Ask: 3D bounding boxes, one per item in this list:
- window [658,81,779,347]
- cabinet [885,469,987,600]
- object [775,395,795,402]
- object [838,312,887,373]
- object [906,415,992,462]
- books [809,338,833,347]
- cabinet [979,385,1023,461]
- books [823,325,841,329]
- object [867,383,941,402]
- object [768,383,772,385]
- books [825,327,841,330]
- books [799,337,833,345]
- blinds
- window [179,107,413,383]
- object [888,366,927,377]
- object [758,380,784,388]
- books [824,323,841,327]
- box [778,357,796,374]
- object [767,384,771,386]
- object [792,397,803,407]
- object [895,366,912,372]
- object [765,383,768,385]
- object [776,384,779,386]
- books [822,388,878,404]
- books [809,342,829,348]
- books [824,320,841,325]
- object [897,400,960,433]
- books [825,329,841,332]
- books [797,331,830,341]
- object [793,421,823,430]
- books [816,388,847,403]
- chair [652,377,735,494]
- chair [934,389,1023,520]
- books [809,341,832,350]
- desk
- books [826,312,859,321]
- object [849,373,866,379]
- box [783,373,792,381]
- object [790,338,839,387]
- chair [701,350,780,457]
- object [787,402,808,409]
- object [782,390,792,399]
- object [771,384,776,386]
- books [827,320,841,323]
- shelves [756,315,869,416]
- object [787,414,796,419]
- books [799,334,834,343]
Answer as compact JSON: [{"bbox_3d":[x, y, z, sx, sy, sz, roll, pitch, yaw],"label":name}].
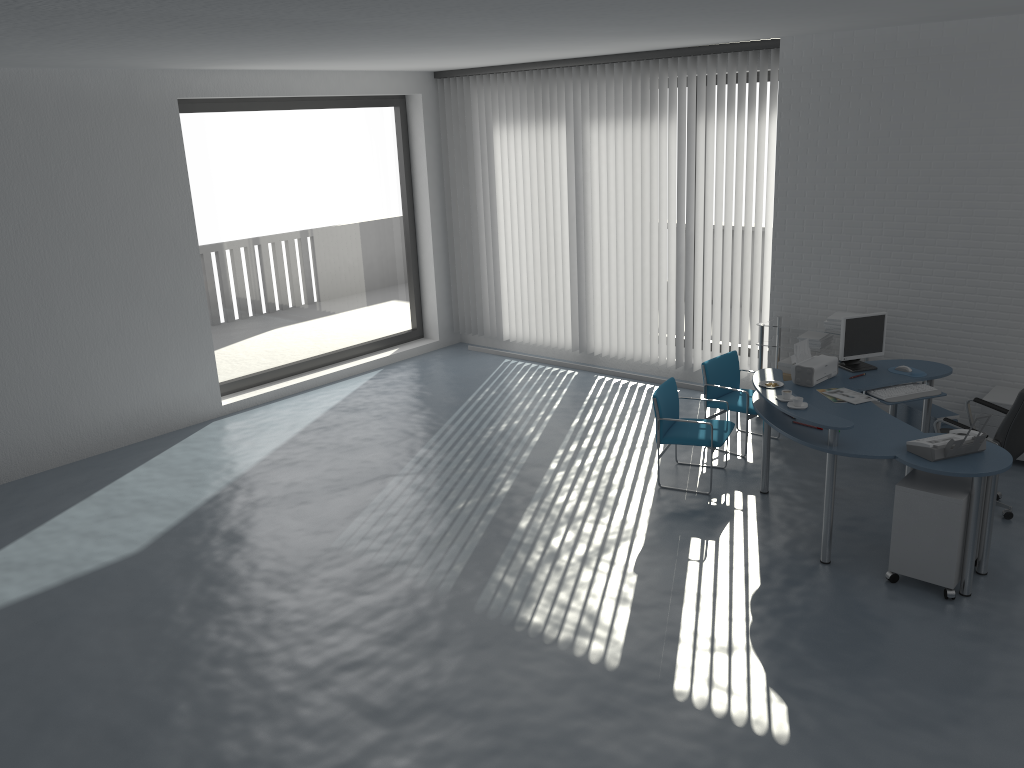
[{"bbox_3d":[1.407,-1.782,9.372,3.635,2.562,0.008,11,22,39],"label":"window"},{"bbox_3d":[2.459,0.819,5.105,0.383,0.605,0.559,12,22,41],"label":"cabinet"},{"bbox_3d":[1.716,0.091,5.542,0.119,0.016,0.119,-6,17,-11],"label":"object"},{"bbox_3d":[2.560,-0.321,6.564,0.365,0.417,0.212,-7,17,-15],"label":"object"},{"bbox_3d":[2.459,0.249,4.925,0.405,0.280,0.399,-8,18,-18],"label":"object"},{"bbox_3d":[2.614,-0.370,7.618,0.190,0.015,0.270,12,22,39],"label":"books"},{"bbox_3d":[4.142,0.388,6.480,1.259,0.484,0.447,11,22,39],"label":"cabinet"},{"bbox_3d":[2.755,-0.502,7.421,0.190,0.015,0.270,12,22,41],"label":"books"},{"bbox_3d":[2.743,0.052,6.210,0.478,0.028,0.276,-8,18,-17],"label":"object"},{"bbox_3d":[1.699,-0.002,5.840,0.027,0.005,0.025,-18,23,-42],"label":"object"},{"bbox_3d":[2.764,-0.487,7.423,0.190,0.015,0.270,10,21,36],"label":"books"},{"bbox_3d":[2.609,-0.383,7.610,0.190,0.015,0.270,11,21,38],"label":"books"},{"bbox_3d":[0.795,-1.750,9.255,4.001,2.955,0.158,11,22,39],"label":"blinds"},{"bbox_3d":[-2.177,-1.565,9.534,0.008,2.691,2.824,11,22,39],"label":"window"},{"bbox_3d":[2.892,-0.103,6.467,0.213,0.026,0.285,-14,20,-34],"label":"object"},{"bbox_3d":[1.704,0.004,5.832,0.162,0.011,0.162,-5,17,-6],"label":"object"},{"bbox_3d":[2.759,-0.518,7.421,0.190,0.015,0.270,11,22,39],"label":"books"},{"bbox_3d":[2.454,-0.165,7.783,0.234,0.090,0.139,-18,23,-42],"label":"box"},{"bbox_3d":[1.684,0.007,5.814,0.027,0.005,0.025,4,18,20],"label":"object"},{"bbox_3d":[1.744,0.108,5.397,0.078,0.049,0.062,-11,19,-26],"label":"object"},{"bbox_3d":[2.865,-0.115,6.484,0.054,0.035,0.115,-16,21,-37],"label":"object"},{"bbox_3d":[1.682,0.002,5.846,0.025,0.005,0.027,-6,17,-11],"label":"object"},{"bbox_3d":[1.737,0.008,5.817,0.025,0.005,0.027,0,17,8],"label":"object"},{"bbox_3d":[2.276,0.081,5.983,0.200,0.010,0.300,-10,18,-23],"label":"books"},{"bbox_3d":[2.606,-0.356,7.625,0.190,0.015,0.270,10,21,35],"label":"books"},{"bbox_3d":[2.754,-0.530,7.410,0.190,0.015,0.270,13,23,41],"label":"books"},{"bbox_3d":[3.154,0.383,6.757,0.199,0.422,0.471,-7,17,-13],"label":"object"},{"bbox_3d":[2.765,-0.473,7.427,0.190,0.015,0.270,11,22,39],"label":"books"},{"bbox_3d":[2.589,-0.413,7.608,0.190,0.015,0.270,10,21,36],"label":"books"},{"bbox_3d":[1.826,0.256,5.471,0.011,0.010,0.200,-16,21,-37],"label":"object"},{"bbox_3d":[2.221,0.076,6.016,0.200,0.005,0.300,-4,17,-4],"label":"books"},{"bbox_3d":[1.343,0.370,6.595,0.543,0.707,0.542,5,19,25],"label":"chair"},{"bbox_3d":[3.073,0.385,5.851,0.584,0.948,0.652,-18,23,-41],"label":"chair"},{"bbox_3d":[2.607,-0.342,7.630,0.190,0.015,0.270,11,21,38],"label":"books"},{"bbox_3d":[2.319,0.421,5.934,1.402,0.900,2.282,2,17,16],"label":"desk"},{"bbox_3d":[2.761,-0.559,7.401,0.190,0.015,0.270,9,20,34],"label":"books"},{"bbox_3d":[2.492,-0.057,6.399,0.178,0.013,0.013,-13,19,-30],"label":"object"},{"bbox_3d":[2.459,-0.058,7.815,0.207,0.133,0.347,9,21,35],"label":"box"},{"bbox_3d":[2.157,-0.161,6.346,0.392,0.273,0.197,-18,23,-41],"label":"object"},{"bbox_3d":[1.880,0.149,7.244,0.542,0.707,0.543,-18,23,-42],"label":"chair"},{"bbox_3d":[1.739,0.133,5.401,0.119,0.016,0.119,3,18,19],"label":"object"},{"bbox_3d":[1.719,0.066,5.541,0.062,0.049,0.078,7,19,30],"label":"object"},{"bbox_3d":[1.715,0.007,5.810,0.025,0.005,0.027,8,20,31],"label":"object"},{"bbox_3d":[2.776,-0.545,7.405,0.190,0.015,0.270,11,22,39],"label":"books"},{"bbox_3d":[2.609,-0.096,7.699,0.896,0.848,0.441,12,22,40],"label":"shelves"},{"bbox_3d":[1.773,0.194,5.681,0.013,0.013,0.178,-6,17,-10],"label":"object"},{"bbox_3d":[2.612,-0.400,7.612,0.190,0.015,0.270,12,22,40],"label":"books"}]
